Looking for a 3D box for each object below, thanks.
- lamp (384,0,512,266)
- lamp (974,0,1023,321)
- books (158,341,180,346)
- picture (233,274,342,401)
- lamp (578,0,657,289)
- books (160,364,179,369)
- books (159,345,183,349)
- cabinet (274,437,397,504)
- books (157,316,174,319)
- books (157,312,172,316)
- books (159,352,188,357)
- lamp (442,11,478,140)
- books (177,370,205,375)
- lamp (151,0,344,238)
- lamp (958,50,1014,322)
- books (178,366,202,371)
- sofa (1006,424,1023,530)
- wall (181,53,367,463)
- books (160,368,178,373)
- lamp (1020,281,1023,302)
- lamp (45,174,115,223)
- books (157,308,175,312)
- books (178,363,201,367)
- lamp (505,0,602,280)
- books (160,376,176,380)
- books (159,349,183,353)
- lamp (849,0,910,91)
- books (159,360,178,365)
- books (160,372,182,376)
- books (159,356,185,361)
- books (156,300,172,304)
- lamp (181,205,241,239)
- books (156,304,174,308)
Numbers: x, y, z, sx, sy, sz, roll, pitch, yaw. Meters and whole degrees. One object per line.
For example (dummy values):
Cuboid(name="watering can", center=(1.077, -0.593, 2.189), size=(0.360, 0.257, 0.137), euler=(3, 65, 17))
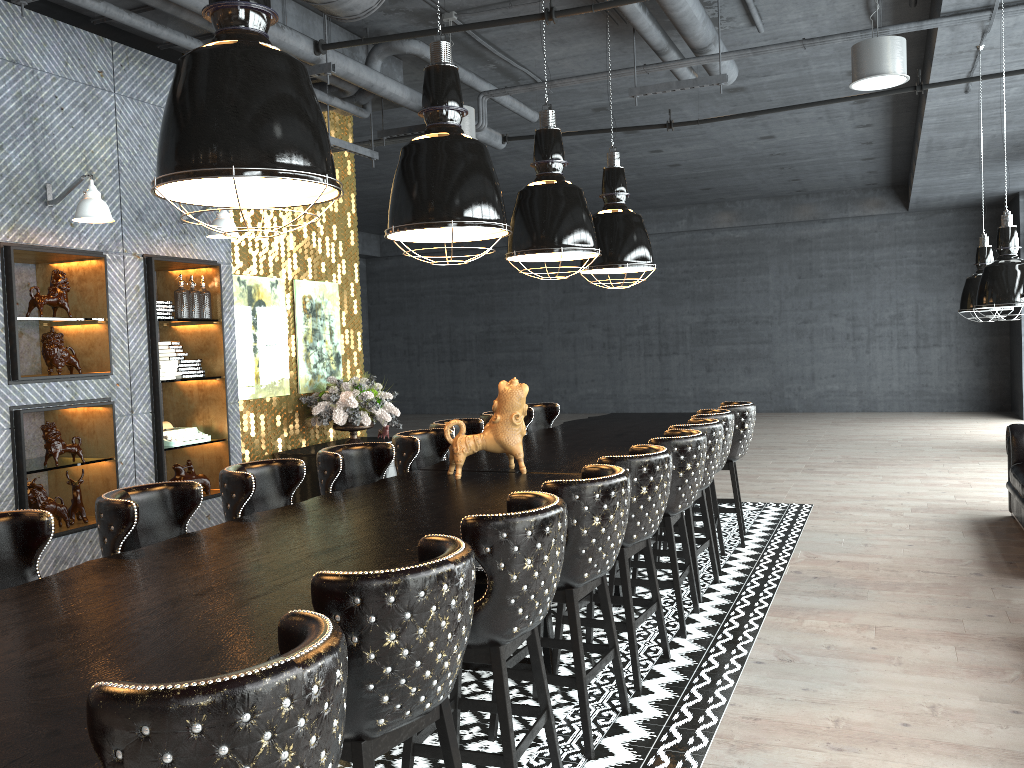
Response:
Cuboid(name="lamp", center=(-0.348, -1.736, 4.287), size=(0.621, 2.302, 0.621), euler=(-3, 2, -22))
Cuboid(name="lamp", center=(3.132, -1.484, 5.623), size=(0.391, 2.160, 0.391), euler=(-3, 2, -22))
Cuboid(name="books", center=(-2.618, -0.302, 6.646), size=(0.193, 0.028, 0.245), euler=(-2, 3, -6))
Cuboid(name="picture", center=(-2.048, -0.438, 8.248), size=(0.022, 1.072, 1.574), euler=(-1, 3, 23))
Cuboid(name="lamp", center=(0.794, -1.906, 6.971), size=(0.621, 2.302, 0.621), euler=(-3, 2, -22))
Cuboid(name="books", center=(-2.625, -0.127, 6.539), size=(0.245, 0.028, 0.193), euler=(-1, 3, 18))
Cuboid(name="books", center=(-2.612, -0.274, 6.645), size=(0.193, 0.028, 0.245), euler=(-2, 3, 3))
Cuboid(name="cabinet", center=(-1.558, 0.943, 8.418), size=(0.710, 0.737, 1.386), euler=(-1, 3, 23))
Cuboid(name="books", center=(-2.666, -0.487, 6.559), size=(0.193, 0.028, 0.245), euler=(-1, 3, 28))
Cuboid(name="books", center=(-2.669, -0.514, 6.528), size=(0.193, 0.028, 0.245), euler=(-1, 3, 27))
Cuboid(name="books", center=(-2.567, -0.219, 6.653), size=(0.193, 0.028, 0.245), euler=(-2, 3, -1))
Cuboid(name="lamp", center=(-0.489, -2.498, 7.247), size=(0.381, 1.045, 0.380), euler=(-1, 3, 34))
Cuboid(name="books", center=(-2.530, -0.088, 6.833), size=(0.193, 0.028, 0.245), euler=(0, 3, 36))
Cuboid(name="lamp", center=(-0.920, -1.651, 2.945), size=(0.621, 2.302, 0.621), euler=(-3, 2, -22))
Cuboid(name="lamp", center=(3.713, -1.567, 6.989), size=(0.391, 2.153, 0.391), euler=(-3, 2, -22))
Cuboid(name="books", center=(-2.547, -0.115, 6.819), size=(0.193, 0.028, 0.245), euler=(-1, 3, 25))
Cuboid(name="sofa", center=(4.335, 0.758, 6.294), size=(1.239, 0.838, 2.567), euler=(-1, 3, 23))
Cuboid(name="wall", center=(-2.080, -0.829, 8.262), size=(0.024, 4.381, 2.446), euler=(-1, 2, 23))
Cuboid(name="books", center=(-2.632, -0.099, 6.544), size=(0.245, 0.028, 0.193), euler=(-1, 3, 25))
Cuboid(name="lamp", center=(2.280, -1.358, 3.622), size=(0.391, 2.160, 0.391), euler=(-3, 2, -22))
Cuboid(name="lamp", center=(-2.677, -1.150, 5.533), size=(0.489, 0.287, 0.244), euler=(0, 3, 39))
Cuboid(name="books", center=(-2.658, -0.544, 6.554), size=(0.193, 0.028, 0.245), euler=(-1, 3, 25))
Cuboid(name="books", center=(-2.557, -0.143, 6.821), size=(0.193, 0.028, 0.245), euler=(-1, 3, 29))
Cuboid(name="lamp", center=(0.223, -1.821, 5.629), size=(0.621, 2.302, 0.621), euler=(-3, 2, -22))
Cuboid(name="books", center=(-2.642, -0.043, 6.561), size=(0.245, 0.028, 0.193), euler=(0, 3, 38))
Cuboid(name="books", center=(-2.604, -0.247, 6.677), size=(0.193, 0.028, 0.245), euler=(-3, 3, -7))
Cuboid(name="lamp", center=(2.467, -2.546, 5.986), size=(0.381, 1.029, 0.380), euler=(-2, 2, 13))
Cuboid(name="books", center=(-2.625, -0.156, 6.538), size=(0.245, 0.028, 0.193), euler=(-1, 3, 21))
Cuboid(name="books", center=(-2.589, -0.073, 6.559), size=(0.245, 0.028, 0.193), euler=(0, 4, 44))
Cuboid(name="books", center=(-2.615, -0.191, 6.686), size=(0.193, 0.028, 0.245), euler=(-2, 3, 6))
Cuboid(name="books", center=(-2.674, -0.599, 6.546), size=(0.193, 0.028, 0.245), euler=(-1, 3, 26))
Cuboid(name="lamp", center=(-2.223, -1.227, 6.601), size=(0.489, 0.287, 0.244), euler=(0, 3, 39))
Cuboid(name="books", center=(-2.665, -0.572, 6.566), size=(0.193, 0.028, 0.245), euler=(-1, 3, 23))
